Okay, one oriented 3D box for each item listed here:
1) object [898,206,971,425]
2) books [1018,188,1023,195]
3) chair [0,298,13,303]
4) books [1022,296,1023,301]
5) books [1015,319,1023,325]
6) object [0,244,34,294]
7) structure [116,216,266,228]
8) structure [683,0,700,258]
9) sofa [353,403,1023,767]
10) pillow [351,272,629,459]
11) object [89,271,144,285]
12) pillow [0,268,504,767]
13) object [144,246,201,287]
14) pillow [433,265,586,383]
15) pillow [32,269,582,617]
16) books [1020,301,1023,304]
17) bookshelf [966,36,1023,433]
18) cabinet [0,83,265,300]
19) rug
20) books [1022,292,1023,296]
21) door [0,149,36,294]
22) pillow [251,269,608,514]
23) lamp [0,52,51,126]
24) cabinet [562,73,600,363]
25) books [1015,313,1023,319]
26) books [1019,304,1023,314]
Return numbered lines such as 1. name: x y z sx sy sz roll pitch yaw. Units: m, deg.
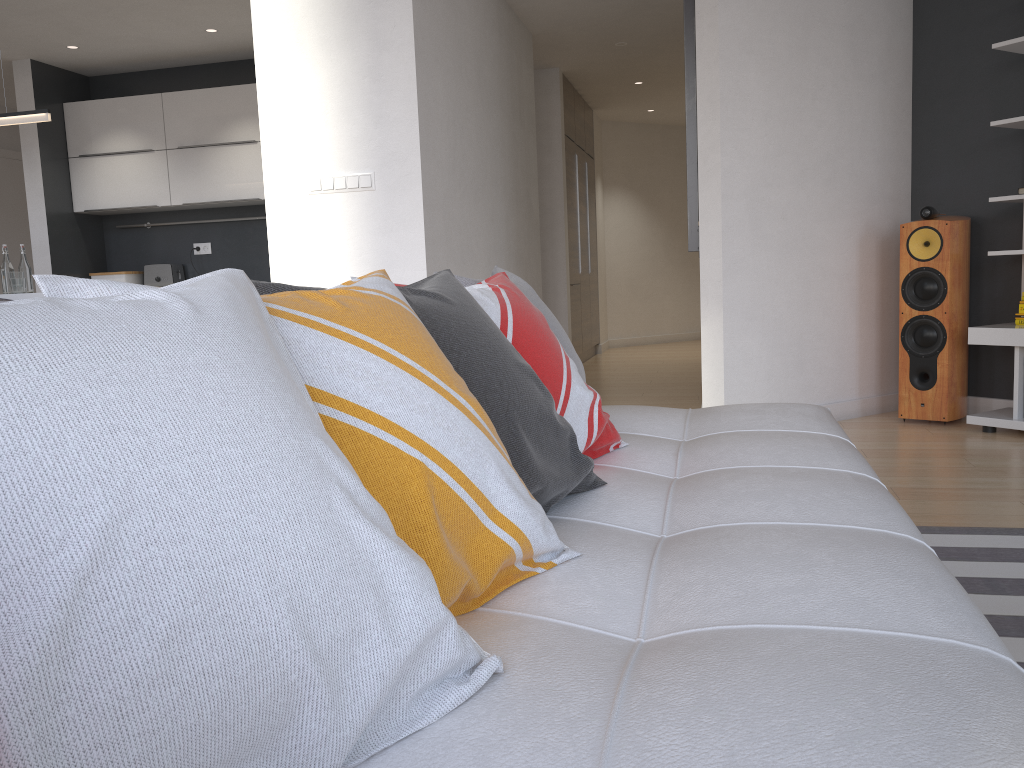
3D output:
1. object: 2.193 -0.358 4.562 0.290 1.088 0.434 4 9 43
2. books: 2.488 -0.890 4.067 0.266 0.030 0.209 -8 8 -38
3. chair: -2.411 -0.015 4.379 0.475 0.838 0.434 -1 7 11
4. books: 2.529 -0.402 4.129 0.152 0.024 0.228 -6 8 -27
5. books: 2.535 -0.291 4.126 0.204 0.029 0.270 -6 7 -26
6. object: -2.630 -0.607 4.669 0.148 0.267 0.323 -5 7 -22
7. structure: -1.601 -1.239 6.533 3.000 0.045 0.050 -1 7 13
8. structure: 2.650 -2.182 5.854 2.823 4.339 4.190 -1 7 13
9. sofa: 0.613 0.314 0.949 2.614 0.732 3.424 -1 7 13
10. pillow: -0.215 0.095 1.024 0.575 0.449 2.250 -1 7 11
11. object: -3.025 -0.783 6.816 0.380 0.148 0.263 -1 7 13
12. pillow: 0.390 0.145 0.135 2.156 0.456 0.580 3 9 39
13. object: -2.597 -0.877 6.742 0.562 0.319 0.191 -1 7 14
14. pillow: 0.129 0.049 1.036 0.647 0.453 2.953 -2 7 1
15. pillow: 0.193 0.142 0.387 0.630 0.440 2.095 -6 8 -29
16. books: 2.553 -0.385 4.134 0.198 0.015 0.263 -6 8 -28
17. bookshelf: 3.110 -0.695 2.967 0.455 2.052 3.000 -7 8 -31
18. cabinet: -2.543 -0.986 5.576 4.694 2.501 2.402 -1 7 13
19. rug: 1.509 0.573 1.491 1.662 0.016 2.326 -1 7 13
20. books: 2.550 -0.424 4.125 0.180 0.019 0.251 -7 8 -31
21. door: -4.345 -0.995 7.942 0.085 2.136 0.974 -1 7 13
22. pillow: -0.283 0.109 0.703 0.608 0.436 2.120 -1 7 9
23. lamp: -2.939 -1.757 4.751 0.998 0.756 0.020 -1 7 13
24. cabinet: 0.659 -1.445 8.334 0.054 2.496 1.806 -1 7 13
25. books: 2.539 -0.319 4.130 0.213 0.025 0.269 -6 8 -28
26. books: 2.543 -0.354 4.127 0.198 0.044 0.255 -7 8 -31
